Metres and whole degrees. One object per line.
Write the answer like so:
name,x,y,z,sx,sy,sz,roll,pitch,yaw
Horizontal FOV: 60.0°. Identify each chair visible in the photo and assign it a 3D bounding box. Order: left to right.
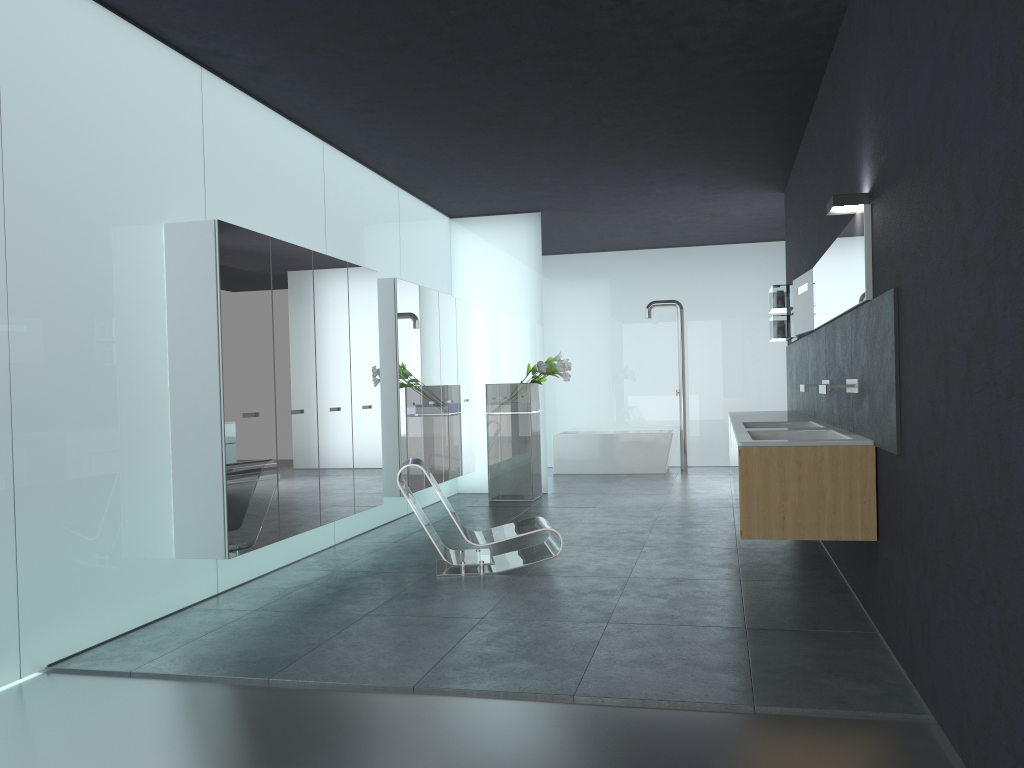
chair,-0.269,1.032,7.111,1.261,0.871,0.629,-2,1,-5

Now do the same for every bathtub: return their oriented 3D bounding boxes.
bathtub,1.729,1.033,14.810,1.978,0.859,0.960,-2,0,13

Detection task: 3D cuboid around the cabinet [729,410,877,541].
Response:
cabinet,2.291,0.598,7.700,0.734,0.557,5.581,-1,0,13

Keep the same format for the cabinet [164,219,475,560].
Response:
cabinet,-1.387,0.041,8.731,0.398,2.216,6.002,-1,0,13

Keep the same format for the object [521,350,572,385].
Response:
object,0.244,-0.038,11.243,1.024,0.780,0.974,-1,0,5

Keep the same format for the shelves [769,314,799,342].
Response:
shelves,3.051,-0.623,9.963,0.265,0.285,0.769,-1,0,13

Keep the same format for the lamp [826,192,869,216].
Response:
lamp,1.939,-1.039,5.126,0.198,0.066,0.276,-2,0,13

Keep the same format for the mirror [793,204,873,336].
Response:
mirror,2.396,-0.735,6.745,0.109,0.532,3.721,-1,0,12

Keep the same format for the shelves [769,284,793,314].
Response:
shelves,3.043,-0.950,9.958,0.265,0.285,0.769,-1,0,13

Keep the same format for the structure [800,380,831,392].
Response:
structure,2.385,0.014,6.990,0.186,0.088,0.482,-2,0,13

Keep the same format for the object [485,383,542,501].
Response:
object,0.029,0.738,11.466,0.585,1.491,0.575,-1,1,13

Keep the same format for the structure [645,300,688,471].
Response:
structure,2.539,0.057,14.596,0.643,2.873,0.123,-1,1,13

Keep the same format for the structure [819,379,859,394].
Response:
structure,2.061,0.015,5.609,0.186,0.088,0.482,-2,0,13
